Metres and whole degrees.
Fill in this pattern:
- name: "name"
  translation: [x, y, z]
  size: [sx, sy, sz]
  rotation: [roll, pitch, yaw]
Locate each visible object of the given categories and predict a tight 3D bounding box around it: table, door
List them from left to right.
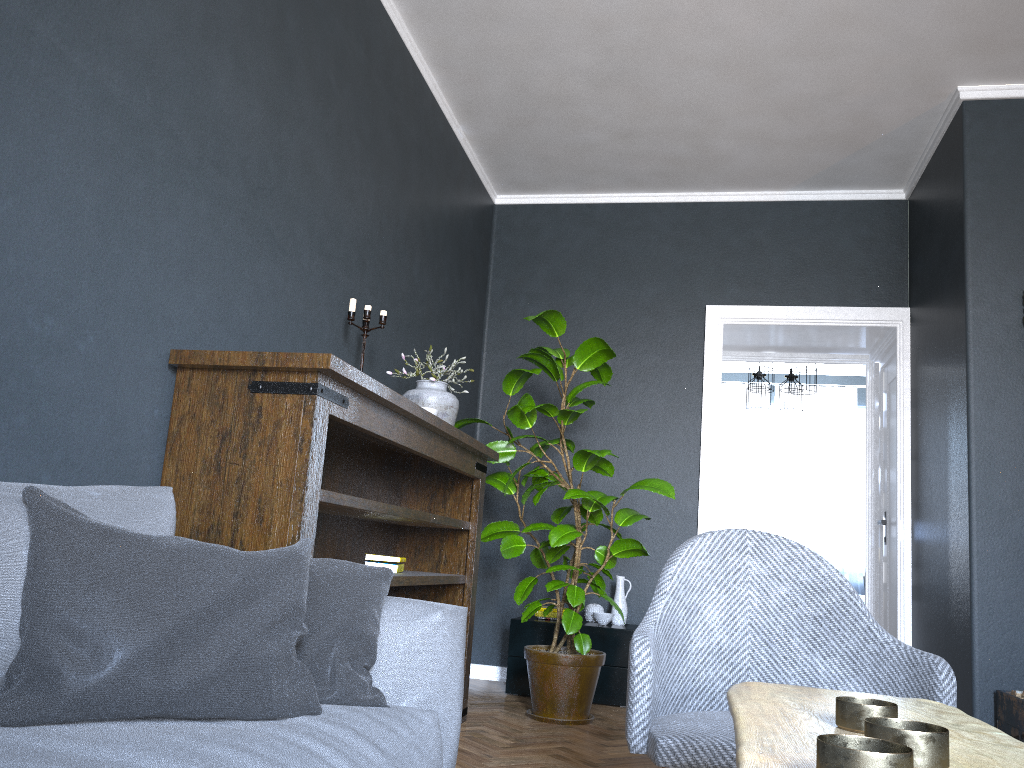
- name: "table"
  translation: [0.379, 0.641, 0.892]
  size: [0.339, 0.548, 0.790]
  rotation: [2, -11, 12]
- name: "door"
  translation: [2.335, 0.829, 5.336]
  size: [0.162, 2.181, 0.859]
  rotation: [2, -11, 12]

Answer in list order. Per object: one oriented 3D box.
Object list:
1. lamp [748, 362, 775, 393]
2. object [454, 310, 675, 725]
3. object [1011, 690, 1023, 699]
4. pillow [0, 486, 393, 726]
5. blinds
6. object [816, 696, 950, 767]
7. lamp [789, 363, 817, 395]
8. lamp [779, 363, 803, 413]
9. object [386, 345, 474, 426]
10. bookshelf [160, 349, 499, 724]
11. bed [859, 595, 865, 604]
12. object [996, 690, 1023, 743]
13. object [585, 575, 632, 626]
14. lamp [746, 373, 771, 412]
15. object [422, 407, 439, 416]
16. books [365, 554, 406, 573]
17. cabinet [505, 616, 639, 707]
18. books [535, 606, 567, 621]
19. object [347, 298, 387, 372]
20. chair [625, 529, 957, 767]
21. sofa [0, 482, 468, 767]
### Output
- name: "lamp"
  translation: [2.188, -0.287, 7.761]
  size: [0.210, 0.712, 0.210]
  rotation: [-1, -12, 26]
- name: "object"
  translation: [0.188, 0.610, 4.264]
  size: [1.118, 1.893, 0.766]
  rotation: [3, -10, 6]
- name: "object"
  translation: [2.091, 1.275, 3.277]
  size: [0.370, 0.246, 0.534]
  rotation: [2, -11, 13]
- name: "pillow"
  translation: [-0.536, 0.394, 1.568]
  size: [0.442, 0.361, 0.799]
  rotation: [-2, -13, 30]
- name: "blinds"
  translation: [2.808, 1.366, 9.450]
  size: [3.992, 2.781, 0.313]
  rotation: [2, -11, 12]
- name: "object"
  translation: [0.346, 0.329, 0.820]
  size: [0.103, 0.033, 0.370]
  rotation: [0, -12, 23]
- name: "lamp"
  translation: [2.436, -0.304, 7.408]
  size: [0.210, 0.767, 0.210]
  rotation: [-1, -12, 26]
- name: "lamp"
  translation: [2.636, -0.113, 8.359]
  size: [0.210, 0.745, 0.210]
  rotation: [-1, -12, 26]
- name: "object"
  translation: [-0.343, 0.022, 3.729]
  size: [0.385, 0.411, 0.276]
  rotation: [6, -11, -9]
- name: "bookshelf"
  translation: [-0.518, 0.687, 3.079]
  size: [0.451, 1.169, 1.924]
  rotation: [2, -11, 12]
- name: "bed"
  translation: [3.261, 1.814, 7.312]
  size: [2.375, 1.158, 2.272]
  rotation: [2, -11, 12]
- name: "object"
  translation: [2.081, 1.349, 3.264]
  size: [0.383, 0.325, 0.554]
  rotation: [2, -11, 12]
- name: "object"
  translation: [0.500, 1.180, 4.872]
  size: [0.229, 0.267, 0.229]
  rotation: [14, -15, -43]
- name: "lamp"
  translation: [2.267, -0.158, 8.124]
  size: [0.210, 0.802, 0.210]
  rotation: [-1, -11, 26]
- name: "object"
  translation: [-0.405, 0.104, 3.375]
  size: [0.255, 0.103, 0.118]
  rotation: [9, -12, -22]
- name: "books"
  translation: [-0.474, 0.722, 3.436]
  size: [0.174, 0.113, 0.197]
  rotation: [4, -11, 2]
- name: "cabinet"
  translation: [0.341, 1.491, 4.810]
  size: [0.650, 0.389, 0.457]
  rotation: [2, -11, 12]
- name: "books"
  translation: [0.226, 1.271, 4.913]
  size: [0.214, 0.065, 0.162]
  rotation: [3, -11, 8]
- name: "object"
  translation: [-0.568, -0.096, 3.288]
  size: [0.130, 0.436, 0.145]
  rotation: [13, -14, -41]
- name: "chair"
  translation: [0.524, 0.699, 1.822]
  size: [0.645, 0.809, 0.496]
  rotation: [6, -11, -9]
- name: "sofa"
  translation: [-0.729, 0.439, 0.950]
  size: [0.970, 0.796, 2.347]
  rotation: [2, -11, 12]
